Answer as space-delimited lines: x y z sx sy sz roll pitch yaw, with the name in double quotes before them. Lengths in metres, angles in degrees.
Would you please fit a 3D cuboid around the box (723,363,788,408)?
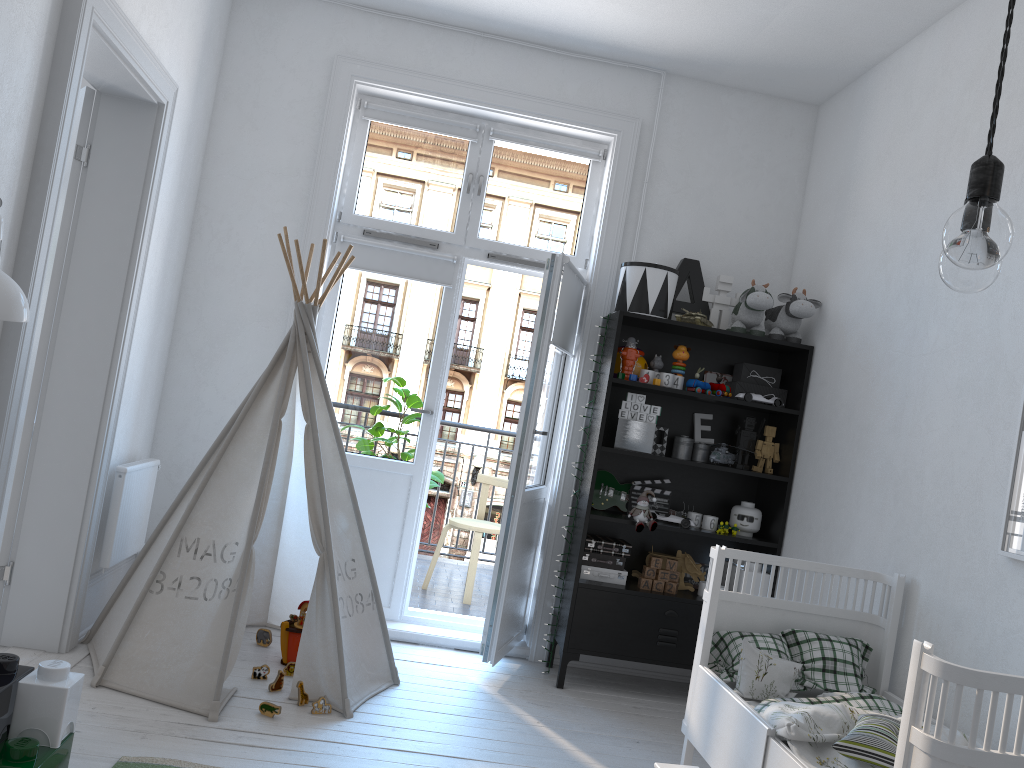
"box" 1.163 0.009 4.200 0.251 0.189 0.179 10 -2 -6

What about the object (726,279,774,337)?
"object" 1.097 -0.337 4.092 0.154 0.253 0.370 10 -2 2

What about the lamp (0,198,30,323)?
"lamp" -1.131 -0.480 1.591 0.200 0.655 0.652 9 -2 27

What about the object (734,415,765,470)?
"object" 1.111 0.275 4.179 0.117 0.259 0.081 10 -2 -6

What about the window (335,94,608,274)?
"window" -0.185 -0.979 4.369 1.263 0.660 0.101 10 -2 -6

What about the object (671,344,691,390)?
"object" 0.765 -0.075 4.063 0.077 0.213 0.077 9 -2 27

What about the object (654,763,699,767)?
"object" 0.425 1.187 2.333 0.288 0.245 0.332 10 -2 -11

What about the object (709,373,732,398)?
"object" 0.967 0.006 4.127 0.087 0.112 0.121 11 -2 -35

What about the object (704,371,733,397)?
"object" 1.095 0.028 4.299 0.347 0.131 0.037 10 -2 -6

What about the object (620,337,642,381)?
"object" 0.537 -0.111 4.014 0.105 0.203 0.072 10 -2 1

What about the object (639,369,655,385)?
"object" 0.611 -0.029 4.021 0.067 0.067 0.067 10 -2 -5

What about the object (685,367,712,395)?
"object" 0.864 -0.013 4.074 0.121 0.126 0.087 11 -2 -29

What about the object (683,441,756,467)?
"object" 0.973 0.326 4.112 0.368 0.105 0.349 10 -2 -5

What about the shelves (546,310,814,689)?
"shelves" 0.763 0.581 4.104 0.911 1.677 0.353 10 -2 -6

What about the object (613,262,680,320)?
"object" 0.644 -0.419 4.164 0.272 0.259 0.395 9 -2 22

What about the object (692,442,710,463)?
"object" 0.916 0.324 4.138 0.078 0.091 0.246 10 -2 -12

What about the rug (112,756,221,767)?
"rug" -0.364 1.144 1.599 1.320 0.016 2.029 10 -2 -6

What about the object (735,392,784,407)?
"object" 1.131 0.071 4.056 0.231 0.048 0.098 10 -2 -16

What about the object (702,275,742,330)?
"object" 0.999 -0.371 4.247 0.190 0.290 0.065 10 -2 -1

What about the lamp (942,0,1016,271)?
"lamp" 0.323 -0.924 1.606 0.074 1.529 1.381 11 -2 -31

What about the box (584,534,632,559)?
"box" 0.426 0.744 4.086 0.216 0.062 0.179 10 -2 -6

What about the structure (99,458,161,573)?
"structure" -1.588 0.550 3.732 0.075 0.460 0.635 10 -2 -10

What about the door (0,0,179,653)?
"door" -1.623 -0.109 3.111 0.505 2.177 1.465 10 -2 -22

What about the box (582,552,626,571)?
"box" 0.397 0.801 4.081 0.216 0.062 0.179 10 -2 -6

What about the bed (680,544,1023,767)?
"bed" 0.997 0.988 2.369 0.670 0.832 1.404 10 -2 -6

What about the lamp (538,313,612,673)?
"lamp" 0.731 0.574 4.165 0.985 1.684 0.095 10 -2 -9

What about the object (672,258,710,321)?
"object" 0.831 -0.427 4.260 0.343 0.344 0.057 10 -2 -6

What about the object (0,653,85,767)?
"object" -1.223 0.850 2.144 0.246 0.331 0.246 10 -2 -6

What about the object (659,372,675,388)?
"object" 0.698 -0.014 4.016 0.067 0.067 0.067 10 -2 -5

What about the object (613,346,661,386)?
"object" 0.561 -0.100 4.088 0.197 0.197 0.318 10 -2 -10

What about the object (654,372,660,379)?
"object" 0.659 -0.019 4.071 0.067 0.067 0.067 11 -2 -32

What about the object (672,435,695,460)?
"object" 0.812 0.300 4.211 0.095 0.110 0.095 10 -2 -2

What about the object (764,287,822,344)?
"object" 1.246 -0.311 4.113 0.211 0.253 0.386 10 -2 -23

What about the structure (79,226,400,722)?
"structure" -0.905 0.247 3.494 1.144 1.749 1.143 11 -2 -30

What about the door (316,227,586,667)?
"door" -0.376 0.246 4.089 1.264 1.838 0.637 10 -2 -4

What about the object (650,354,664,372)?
"object" 0.677 -0.059 4.177 0.063 0.160 0.063 11 -2 -28

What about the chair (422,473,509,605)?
"chair" -0.196 0.923 5.386 0.436 0.715 0.498 8 -2 39

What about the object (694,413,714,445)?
"object" 0.923 0.216 4.267 0.107 0.151 0.055 10 -2 -6

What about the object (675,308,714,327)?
"object" 0.832 -0.310 4.074 0.121 0.100 0.338 9 -2 29

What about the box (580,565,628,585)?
"box" 0.405 0.865 4.081 0.216 0.062 0.179 10 -2 -6

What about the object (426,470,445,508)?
"object" -0.742 0.568 5.354 0.720 1.224 0.489 10 -2 4

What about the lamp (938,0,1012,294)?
"lamp" 0.380 -0.910 1.732 0.074 1.529 1.381 11 -2 -31

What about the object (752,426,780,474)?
"object" 1.189 0.306 4.125 0.114 0.221 0.052 10 -2 -7
